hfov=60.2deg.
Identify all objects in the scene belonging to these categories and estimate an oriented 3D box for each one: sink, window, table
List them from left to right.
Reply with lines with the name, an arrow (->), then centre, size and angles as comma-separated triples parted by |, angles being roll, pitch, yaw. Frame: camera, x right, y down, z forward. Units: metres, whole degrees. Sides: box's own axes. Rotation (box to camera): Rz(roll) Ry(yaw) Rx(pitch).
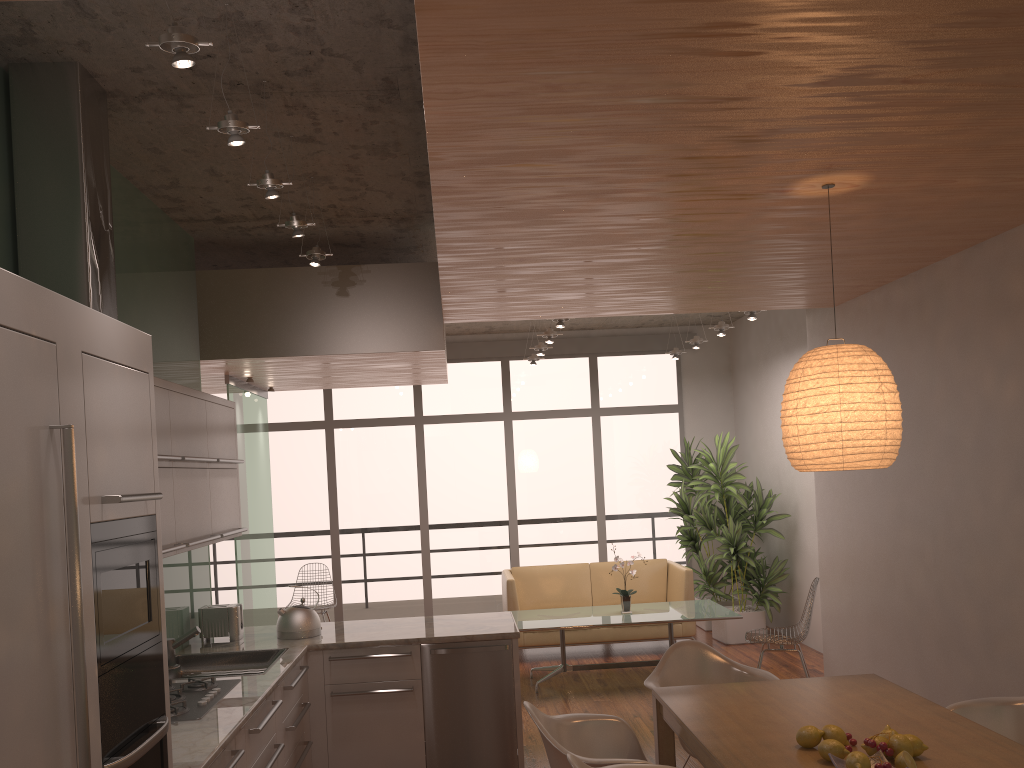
sink -> -1.515, 1.432, 4.544 | 0.616, 0.382, 0.645 | -3, -4, -4
window -> -2.040, 1.238, 10.034 | 8.554, 3.279, 0.062 | -3, 0, -3
table -> 0.905, 2.227, 7.488 | 1.869, 0.559, 0.944 | -3, -4, -3
table -> 1.224, 1.643, 2.961 | 1.025, 0.807, 2.082 | -3, -5, -4

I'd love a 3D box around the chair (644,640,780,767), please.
chair -> 1.035, 1.772, 4.432 | 0.682, 0.860, 0.647 | -2, -2, -19

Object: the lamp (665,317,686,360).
lamp -> 1.749, -0.503, 9.469 | 0.198, 0.482, 0.134 | -2, -1, -36

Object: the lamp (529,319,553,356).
lamp -> 0.274, -0.518, 8.566 | 0.198, 0.482, 0.134 | -2, -1, -36

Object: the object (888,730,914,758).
object -> 1.260, 1.175, 2.861 | 0.074, 0.094, 0.075 | -3, -2, 4

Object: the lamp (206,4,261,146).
lamp -> -0.925, -1.021, 2.902 | 0.152, 0.470, 0.103 | -2, -1, -36

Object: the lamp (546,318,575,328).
lamp -> 0.375, -0.683, 6.928 | 0.198, 0.482, 0.134 | -2, -1, -36

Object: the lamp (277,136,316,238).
lamp -> -0.996, -0.907, 4.038 | 0.152, 0.470, 0.103 | -2, -1, -36

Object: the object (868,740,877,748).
object -> 1.172, 1.171, 2.871 | 0.026, 0.026, 0.024 | -4, -3, 29

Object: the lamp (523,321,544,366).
lamp -> 0.223, -0.435, 9.384 | 0.198, 0.482, 0.134 | -2, -1, -36

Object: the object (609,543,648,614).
object -> 0.962, 1.645, 7.465 | 0.297, 0.589, 0.372 | -3, -2, -9

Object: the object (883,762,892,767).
object -> 1.160, 1.182, 2.728 | 0.026, 0.026, 0.023 | -3, -3, 9

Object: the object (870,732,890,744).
object -> 1.208, 1.160, 2.893 | 0.070, 0.022, 0.065 | 2, -7, -43

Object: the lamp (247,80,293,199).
lamp -> -0.961, -0.964, 3.470 | 0.152, 0.470, 0.103 | -2, -1, -36

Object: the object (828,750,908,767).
object -> 1.098, 1.190, 2.724 | 0.174, 0.060, 0.175 | -3, -5, -3

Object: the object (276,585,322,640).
object -> -1.276, 1.350, 5.263 | 0.263, 0.305, 0.262 | -3, -2, 13

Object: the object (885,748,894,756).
object -> 1.214, 1.184, 2.839 | 0.026, 0.026, 0.024 | -3, -3, -4

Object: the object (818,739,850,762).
object -> 1.052, 1.204, 2.898 | 0.081, 0.072, 0.083 | -2, -3, -14

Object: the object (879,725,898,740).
object -> 1.264, 1.192, 2.953 | 0.072, 0.100, 0.073 | -4, -2, 31

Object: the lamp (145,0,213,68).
lamp -> -0.890, -1.078, 2.337 | 0.152, 0.470, 0.103 | -2, -1, -36

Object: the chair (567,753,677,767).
chair -> 0.524, 1.652, 2.947 | 0.641, 0.860, 0.687 | -3, -2, -9

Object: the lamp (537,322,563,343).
lamp -> 0.325, -0.600, 7.747 | 0.198, 0.482, 0.134 | -2, -1, -36

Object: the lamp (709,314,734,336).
lamp -> 1.851, -0.668, 7.831 | 0.198, 0.482, 0.134 | -2, -1, -36

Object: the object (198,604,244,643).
object -> -1.722, 1.420, 5.247 | 0.237, 0.202, 0.154 | -3, -2, -3

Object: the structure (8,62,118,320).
structure -> -1.697, -0.609, 3.363 | 0.255, 1.132, 0.263 | -3, 0, -4

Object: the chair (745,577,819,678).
chair -> 2.058, 1.922, 6.688 | 0.563, 0.900, 0.542 | -3, -2, 17

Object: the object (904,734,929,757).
object -> 1.312, 1.192, 2.910 | 0.081, 0.072, 0.083 | -2, -3, -14

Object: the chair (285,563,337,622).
chair -> -2.163, 2.413, 9.556 | 0.543, 0.900, 0.562 | -3, -2, -4

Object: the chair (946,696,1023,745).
chair -> 2.058, 1.636, 3.565 | 0.642, 0.860, 0.686 | -3, -2, -4

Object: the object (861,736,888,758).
object -> 1.208, 1.199, 2.912 | 0.083, 0.074, 0.079 | 0, -4, -40

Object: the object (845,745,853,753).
object -> 1.132, 1.230, 2.971 | 0.026, 0.026, 0.024 | -3, -3, -4

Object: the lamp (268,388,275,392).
lamp -> -2.048, -0.168, 7.474 | 0.102, 0.470, 0.154 | -3, -1, -31

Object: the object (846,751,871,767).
object -> 1.066, 1.168, 2.716 | 0.082, 0.071, 0.080 | -1, -4, -27

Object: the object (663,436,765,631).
object -> 2.227, 1.597, 9.584 | 1.083, 2.103, 0.965 | -3, -1, 15

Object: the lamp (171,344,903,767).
lamp -> -0.256, 0.711, 4.230 | 3.214, 1.345, 3.081 | -3, -5, -3

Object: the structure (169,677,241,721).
structure -> -1.495, 1.350, 3.804 | 0.489, 0.038, 0.679 | -3, -6, -4

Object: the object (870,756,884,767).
object -> 1.131, 1.194, 2.756 | 0.076, 0.043, 0.092 | -7, -6, 42

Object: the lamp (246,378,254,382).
lamp -> -2.000, -0.244, 6.713 | 0.102, 0.470, 0.154 | -3, -1, -31

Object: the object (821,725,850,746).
object -> 1.110, 1.214, 3.041 | 0.078, 0.077, 0.081 | -1, -3, -29

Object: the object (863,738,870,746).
object -> 1.168, 1.176, 2.899 | 0.025, 0.026, 0.026 | -1, -3, -36

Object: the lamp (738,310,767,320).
lamp -> 1.902, -0.751, 7.012 | 0.198, 0.482, 0.134 | -2, -1, -36

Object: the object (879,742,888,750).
object -> 1.196, 1.167, 2.844 | 0.024, 0.026, 0.026 | -2, -3, -23

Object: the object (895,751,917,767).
object -> 1.230, 1.183, 2.760 | 0.064, 0.068, 0.074 | -5, -3, 34

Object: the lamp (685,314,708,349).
lamp -> 1.800, -0.586, 8.650 | 0.198, 0.482, 0.134 | -2, -1, -36

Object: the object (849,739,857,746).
object -> 1.177, 1.236, 3.044 | 0.026, 0.023, 0.026 | -3, -3, 1

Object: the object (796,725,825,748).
object -> 1.026, 1.220, 3.052 | 0.078, 0.077, 0.080 | -2, -3, -18

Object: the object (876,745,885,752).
object -> 1.193, 1.181, 2.856 | 0.024, 0.026, 0.026 | -2, -3, -23

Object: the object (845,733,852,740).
object -> 1.184, 1.242, 3.109 | 0.026, 0.023, 0.026 | -2, -3, -11

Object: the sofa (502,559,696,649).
sofa -> 0.829, 2.218, 8.767 | 1.800, 0.837, 0.882 | -3, -3, -3

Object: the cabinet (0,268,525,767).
cabinet -> -0.848, 1.075, 3.597 | 1.913, 2.270, 4.264 | -3, -4, -4

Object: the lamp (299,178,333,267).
lamp -> -1.031, -0.849, 4.606 | 0.152, 0.470, 0.103 | -2, -1, -36

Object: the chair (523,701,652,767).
chair -> 0.389, 1.728, 3.649 | 0.641, 0.860, 0.687 | -3, -2, -9

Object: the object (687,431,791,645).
object -> 2.284, 1.529, 8.909 | 0.968, 2.103, 1.080 | -3, -1, 9
